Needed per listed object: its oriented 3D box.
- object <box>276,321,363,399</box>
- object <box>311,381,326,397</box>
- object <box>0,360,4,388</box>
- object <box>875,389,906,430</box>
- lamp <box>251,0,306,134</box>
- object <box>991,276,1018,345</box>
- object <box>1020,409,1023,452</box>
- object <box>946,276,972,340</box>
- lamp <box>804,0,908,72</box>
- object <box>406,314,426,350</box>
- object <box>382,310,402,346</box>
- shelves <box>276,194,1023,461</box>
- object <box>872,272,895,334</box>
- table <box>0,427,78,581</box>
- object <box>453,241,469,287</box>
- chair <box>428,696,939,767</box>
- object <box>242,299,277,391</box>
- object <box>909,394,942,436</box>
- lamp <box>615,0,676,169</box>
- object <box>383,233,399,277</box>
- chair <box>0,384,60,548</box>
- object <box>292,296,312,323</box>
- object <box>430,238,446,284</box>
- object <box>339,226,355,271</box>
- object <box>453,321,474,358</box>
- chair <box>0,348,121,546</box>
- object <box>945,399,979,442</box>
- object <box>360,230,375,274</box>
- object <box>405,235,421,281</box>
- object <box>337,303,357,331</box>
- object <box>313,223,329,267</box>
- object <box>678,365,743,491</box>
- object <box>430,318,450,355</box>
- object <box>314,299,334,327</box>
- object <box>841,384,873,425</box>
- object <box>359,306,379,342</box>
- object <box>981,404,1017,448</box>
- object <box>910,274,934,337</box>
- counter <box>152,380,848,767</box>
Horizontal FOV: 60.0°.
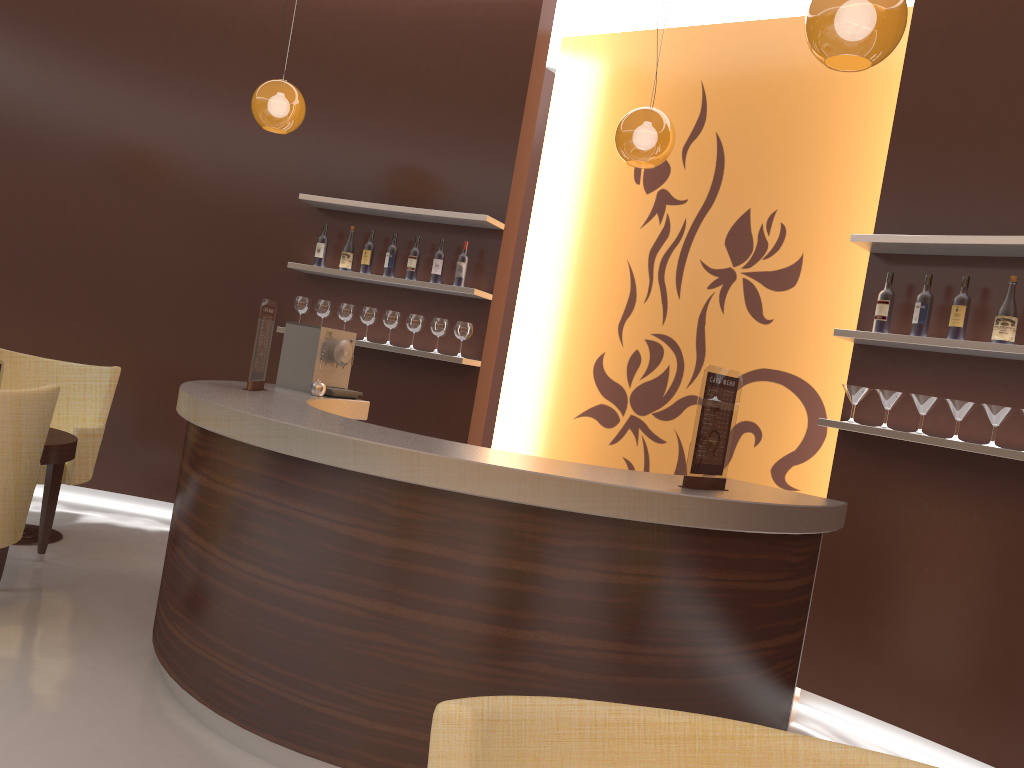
[{"bbox_3d":[-0.967,-0.119,4.599,0.373,0.340,0.270,10,1,31],"label":"object"},{"bbox_3d":[-0.949,0.021,4.348,0.075,0.077,0.075,11,1,45],"label":"object"},{"bbox_3d":[-2.523,0.048,4.260,0.042,0.335,0.209,10,1,0],"label":"object"},{"bbox_3d":[1.713,0.120,4.048,0.137,0.174,0.137,10,1,41],"label":"object"},{"bbox_3d":[-1.219,-2.178,5.021,0.299,1.500,0.299,9,1,-36],"label":"lamp"},{"bbox_3d":[2.091,-0.305,3.740,0.086,0.303,0.086,9,1,-30],"label":"object"},{"bbox_3d":[2.130,0.199,3.611,0.137,0.174,0.137,9,1,-39],"label":"object"},{"bbox_3d":[1.958,-0.324,3.870,0.073,0.297,0.073,10,1,-17],"label":"object"},{"bbox_3d":[1.170,-1.734,2.747,0.299,1.500,0.299,10,1,4],"label":"lamp"},{"bbox_3d":[-0.618,-0.326,5.595,0.125,0.221,0.125,10,1,11],"label":"object"},{"bbox_3d":[-0.774,-0.353,5.651,0.125,0.221,0.125,10,1,11],"label":"object"},{"bbox_3d":[0.597,-0.416,4.709,4.744,0.902,0.586,10,1,33],"label":"shelves"},{"bbox_3d":[1.723,-0.368,4.093,0.073,0.297,0.073,10,1,24],"label":"object"},{"bbox_3d":[-2.623,0.546,4.261,0.874,0.679,0.872,10,1,32],"label":"table"},{"bbox_3d":[-0.307,-0.737,5.496,0.073,0.297,0.073,10,1,-4],"label":"object"},{"bbox_3d":[0.184,0.906,0.837,0.729,1.017,0.685,10,1,3],"label":"chair"},{"bbox_3d":[-1.137,-0.178,4.043,0.052,0.414,0.258,10,1,0],"label":"object"},{"bbox_3d":[1.824,0.140,3.941,0.137,0.174,0.137,9,1,-39],"label":"object"},{"bbox_3d":[0.765,-1.828,4.395,0.299,1.500,0.299,10,1,4],"label":"lamp"},{"bbox_3d":[-0.768,-0.819,5.674,0.073,0.297,0.073,10,1,-4],"label":"object"},{"bbox_3d":[-2.290,0.442,3.507,0.729,1.017,0.685,9,1,-36],"label":"chair"},{"bbox_3d":[-1.389,-0.461,5.826,0.125,0.221,0.125,10,1,11],"label":"object"},{"bbox_3d":[-0.458,-0.764,5.557,0.073,0.297,0.073,9,1,-17],"label":"object"},{"bbox_3d":[-1.059,-0.875,5.766,0.086,0.303,0.086,9,1,-35],"label":"object"},{"bbox_3d":[-0.309,-0.271,5.465,0.125,0.221,0.125,10,1,11],"label":"object"},{"bbox_3d":[-2.724,0.345,5.044,0.729,1.017,0.685,10,1,-7],"label":"chair"},{"bbox_3d":[1.927,0.161,3.829,0.137,0.174,0.137,9,1,-39],"label":"object"},{"bbox_3d":[-0.925,-0.846,5.724,0.073,0.297,0.073,9,1,-45],"label":"object"},{"bbox_3d":[-0.619,-0.792,5.619,0.073,0.297,0.073,10,1,-4],"label":"object"},{"bbox_3d":[-1.081,-0.407,5.747,0.125,0.221,0.125,10,1,11],"label":"object"},{"bbox_3d":[-1.239,-0.901,5.794,0.073,0.297,0.073,10,1,-4],"label":"object"},{"bbox_3d":[0.685,0.150,3.002,0.052,0.414,0.258,11,1,45],"label":"object"},{"bbox_3d":[-0.460,-0.298,5.537,0.125,0.221,0.125,10,1,11],"label":"object"},{"bbox_3d":[-1.237,-0.435,5.790,0.125,0.221,0.125,10,1,11],"label":"object"},{"bbox_3d":[1.603,0.099,4.155,0.137,0.174,0.137,10,1,41],"label":"object"},{"bbox_3d":[-0.928,-0.380,5.699,0.125,0.221,0.125,10,1,11],"label":"object"},{"bbox_3d":[2.029,0.180,3.725,0.137,0.174,0.137,9,1,-39],"label":"object"},{"bbox_3d":[1.847,-0.345,3.977,0.073,0.297,0.073,10,1,24],"label":"object"},{"bbox_3d":[-0.419,0.721,3.513,2.917,1.100,1.586,10,1,31],"label":"counter"}]
